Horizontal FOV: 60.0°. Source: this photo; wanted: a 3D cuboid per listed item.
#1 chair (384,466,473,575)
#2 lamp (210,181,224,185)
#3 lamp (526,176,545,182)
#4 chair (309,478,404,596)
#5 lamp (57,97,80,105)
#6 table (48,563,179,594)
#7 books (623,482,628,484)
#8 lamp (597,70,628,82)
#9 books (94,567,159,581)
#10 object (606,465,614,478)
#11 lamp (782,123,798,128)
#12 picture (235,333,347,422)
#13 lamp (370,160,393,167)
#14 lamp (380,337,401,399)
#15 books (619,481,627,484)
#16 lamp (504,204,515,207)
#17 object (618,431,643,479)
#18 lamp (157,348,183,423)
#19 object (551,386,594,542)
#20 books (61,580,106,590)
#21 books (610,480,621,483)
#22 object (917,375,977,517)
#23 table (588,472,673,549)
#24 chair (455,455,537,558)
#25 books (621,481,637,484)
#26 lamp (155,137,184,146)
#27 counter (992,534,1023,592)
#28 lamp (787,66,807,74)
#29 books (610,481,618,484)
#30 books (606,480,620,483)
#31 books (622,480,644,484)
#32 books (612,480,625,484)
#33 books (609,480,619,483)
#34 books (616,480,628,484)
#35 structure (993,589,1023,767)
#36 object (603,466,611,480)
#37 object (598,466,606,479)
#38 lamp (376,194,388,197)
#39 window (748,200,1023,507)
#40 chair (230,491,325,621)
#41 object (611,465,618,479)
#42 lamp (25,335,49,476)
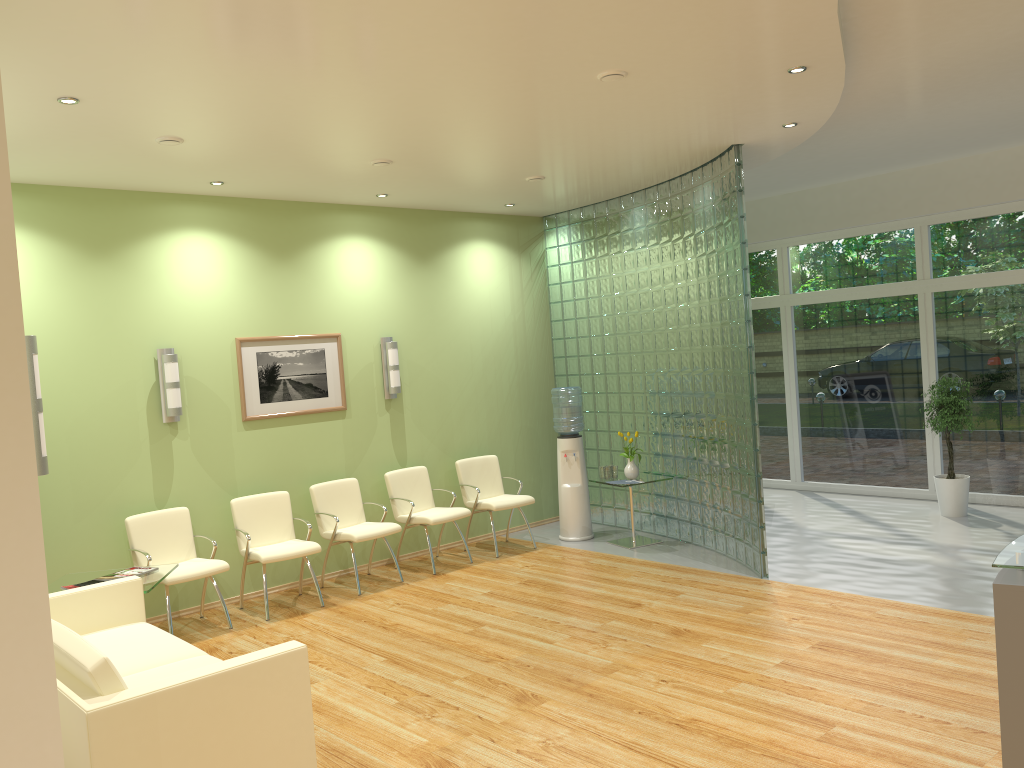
[{"bbox_3d":[14.070,0.168,6.001,30.806,0.986,0.748,-4,2,8],"label":"chair"},{"bbox_3d":[-2.259,-1.534,6.789,0.105,0.011,0.105,-3,2,29],"label":"lamp"},{"bbox_3d":[0.200,-1.733,7.530,0.167,0.024,0.167,-3,2,32],"label":"lamp"},{"bbox_3d":[13.769,0.200,5.727,31.281,0.986,0.752,-4,2,7],"label":"chair"},{"bbox_3d":[-2.278,-1.453,4.555,0.105,0.011,0.105,-4,2,-8],"label":"lamp"},{"bbox_3d":[-2.591,1.576,5.709,0.736,0.614,0.736,-4,2,-6],"label":"table"},{"bbox_3d":[1.108,0.907,8.219,0.150,0.004,0.210,-4,2,-6],"label":"books"},{"bbox_3d":[0.545,-1.660,4.806,0.167,0.024,0.167,-4,2,-2],"label":"lamp"},{"bbox_3d":[-2.536,1.244,5.836,0.230,0.031,0.328,-3,2,24],"label":"books"},{"bbox_3d":[0.953,0.847,8.601,0.071,0.119,0.072,-6,3,-41],"label":"object"},{"bbox_3d":[1.958,-1.821,6.246,0.105,0.011,0.105,-5,2,-26],"label":"lamp"},{"bbox_3d":[-1.894,-0.074,7.701,1.000,0.700,0.025,-6,3,-41],"label":"picture"},{"bbox_3d":[-0.957,-1.612,6.503,0.167,0.024,0.167,-4,2,9],"label":"lamp"},{"bbox_3d":[-1.127,-0.152,8.303,0.134,0.580,0.142,-6,3,-41],"label":"lamp"},{"bbox_3d":[1.072,0.909,8.221,0.150,0.004,0.210,-4,2,14],"label":"books"},{"bbox_3d":[-0.022,-1.768,8.775,0.105,0.011,0.105,-3,2,29],"label":"lamp"},{"bbox_3d":[1.127,0.670,8.420,0.219,0.459,0.201,-5,2,-12],"label":"object"},{"bbox_3d":[-2.668,0.010,6.935,0.134,0.580,0.142,-6,3,-41],"label":"lamp"},{"bbox_3d":[0.591,0.785,8.828,0.353,1.506,0.353,-6,2,-34],"label":"object"},{"bbox_3d":[-2.611,1.260,5.537,0.328,0.031,0.230,-3,2,29],"label":"books"},{"bbox_3d":[1.012,0.913,8.261,0.210,0.004,0.150,-6,3,-36],"label":"books"},{"bbox_3d":[4.270,0.589,8.661,0.503,1.376,0.590,-3,2,29],"label":"object"},{"bbox_3d":[1.145,1.206,8.451,0.581,0.614,0.581,-5,2,-27],"label":"table"},{"bbox_3d":[-0.158,1.162,8.597,0.536,0.881,0.650,-6,3,-36],"label":"chair"},{"bbox_3d":[1.090,0.908,8.219,0.150,0.004,0.210,-4,2,4],"label":"books"},{"bbox_3d":[-2.113,-1.491,5.476,0.167,0.024,0.167,-4,2,9],"label":"lamp"},{"bbox_3d":[3.512,0.455,2.482,3.674,0.078,1.837,-3,2,33],"label":"counter"},{"bbox_3d":[1.589,-1.747,4.938,0.105,0.011,0.105,-3,2,18],"label":"lamp"},{"bbox_3d":[1.024,0.912,8.247,0.150,0.004,0.210,-2,3,43],"label":"books"},{"bbox_3d":[1.003,0.913,8.277,0.210,0.004,0.150,-5,2,-26],"label":"books"},{"bbox_3d":[1.126,0.905,8.223,0.150,0.004,0.210,-5,2,-16],"label":"books"},{"bbox_3d":[1.039,0.911,8.236,0.150,0.004,0.210,-3,2,33],"label":"books"},{"bbox_3d":[0.996,0.913,8.294,0.210,0.004,0.150,-5,2,-16],"label":"books"},{"bbox_3d":[1.055,0.911,8.227,0.150,0.004,0.210,-3,2,23],"label":"books"},{"bbox_3d":[3.553,1.016,2.502,3.673,1.049,1.837,-3,2,33],"label":"structure"},{"bbox_3d":[0.912,0.854,8.492,0.071,0.119,0.072,-6,3,-41],"label":"object"},{"bbox_3d":[0.875,0.854,8.568,0.071,0.119,0.072,-6,3,-41],"label":"object"},{"bbox_3d":[-1.141,-1.651,7.782,0.105,0.011,0.105,-3,2,29],"label":"lamp"},{"bbox_3d":[5.654,-0.302,7.992,0.092,3.000,9.401,-6,3,-41],"label":"window"},{"bbox_3d":[-1.875,1.341,7.077,0.536,0.881,0.650,-6,3,-36],"label":"chair"},{"bbox_3d":[0.988,0.847,8.528,0.071,0.119,0.072,-6,3,-41],"label":"object"},{"bbox_3d":[-1.691,0.078,3.044,0.142,0.580,0.134,-6,3,-41],"label":"lamp"}]
